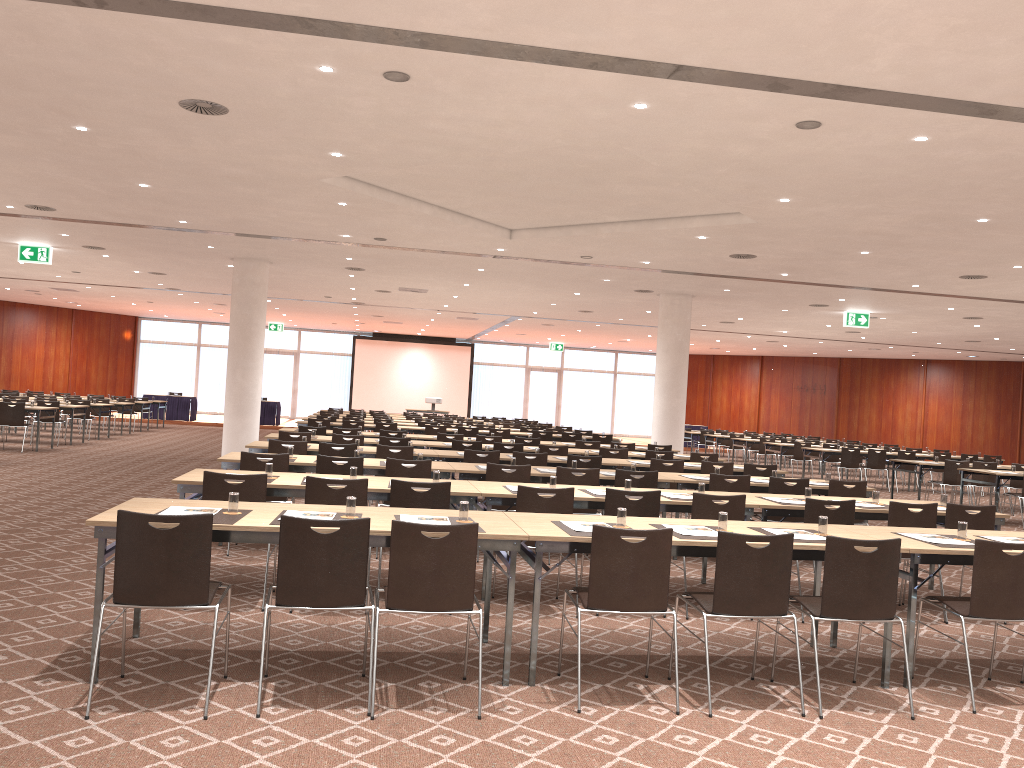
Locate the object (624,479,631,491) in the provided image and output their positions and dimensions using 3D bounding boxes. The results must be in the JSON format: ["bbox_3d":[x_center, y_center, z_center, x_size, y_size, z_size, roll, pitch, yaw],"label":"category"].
[{"bbox_3d":[0.973,0.858,7.444,0.054,0.114,0.054,4,0,-21],"label":"object"}]

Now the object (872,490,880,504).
[{"bbox_3d":[3.208,0.998,7.815,0.054,0.114,0.054,3,0,24],"label":"object"}]

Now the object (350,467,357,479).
[{"bbox_3d":[-1.264,0.718,7.071,0.054,0.114,0.054,3,0,2],"label":"object"}]

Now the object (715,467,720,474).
[{"bbox_3d":[2.240,0.969,9.677,0.054,0.114,0.054,3,0,2],"label":"object"}]

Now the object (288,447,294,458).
[{"bbox_3d":[-2.233,0.690,8.938,0.054,0.114,0.054,3,0,24],"label":"object"}]

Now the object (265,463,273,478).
[{"bbox_3d":[-1.904,0.678,6.949,0.054,0.114,0.054,4,0,-21],"label":"object"}]

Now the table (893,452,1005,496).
[{"bbox_3d":[10.107,2.092,20.652,2.267,0.833,0.953,4,-1,-9],"label":"table"}]

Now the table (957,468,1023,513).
[{"bbox_3d":[8.770,1.920,14.855,2.267,0.833,0.953,4,-1,-9],"label":"table"}]

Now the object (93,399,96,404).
[{"bbox_3d":[-10.031,0.419,21.318,0.054,0.114,0.054,4,0,-21],"label":"object"}]

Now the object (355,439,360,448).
[{"bbox_3d":[-1.922,0.741,11.015,0.054,0.114,0.054,4,0,-21],"label":"object"}]

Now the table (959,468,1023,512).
[{"bbox_3d":[8.770,1.920,14.855,2.267,0.833,0.953,4,-1,-9],"label":"table"}]

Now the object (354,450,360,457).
[{"bbox_3d":[-1.581,0.730,9.040,0.054,0.114,0.054,4,-1,-43],"label":"object"}]

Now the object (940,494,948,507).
[{"bbox_3d":[3.857,1.038,7.918,0.054,0.114,0.054,4,0,-21],"label":"object"}]

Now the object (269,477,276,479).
[{"bbox_3d":[-1.889,0.736,6.955,0.102,0.001,0.102,4,-1,-21],"label":"object"}]

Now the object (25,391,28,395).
[{"bbox_3d":[-13.573,0.262,24.785,0.054,0.114,0.054,4,-1,-43],"label":"object"}]

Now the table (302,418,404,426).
[{"bbox_3d":[-3.659,1.263,20.396,2.267,0.833,0.953,4,-1,-9],"label":"table"}]

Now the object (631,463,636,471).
[{"bbox_3d":[1.299,0.910,9.507,0.054,0.114,0.054,3,0,24],"label":"object"}]

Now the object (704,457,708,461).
[{"bbox_3d":[2.569,1.022,11.746,0.054,0.114,0.054,4,-1,-43],"label":"object"}]

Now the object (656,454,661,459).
[{"bbox_3d":[1.923,0.981,11.653,0.054,0.114,0.054,4,-1,-43],"label":"object"}]

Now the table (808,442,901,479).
[{"bbox_3d":[9.454,2.115,24.598,2.267,0.833,0.953,4,-1,-9],"label":"table"}]

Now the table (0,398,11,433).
[{"bbox_3d":[-13.112,0.705,20.856,2.267,0.833,0.953,4,-1,-9],"label":"table"}]

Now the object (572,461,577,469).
[{"bbox_3d":[0.660,0.870,9.406,0.054,0.114,0.054,3,0,24],"label":"object"}]

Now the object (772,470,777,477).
[{"bbox_3d":[2.894,1.010,9.780,0.054,0.114,0.054,4,-1,-43],"label":"object"}]

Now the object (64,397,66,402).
[{"bbox_3d":[-10.687,0.378,21.204,0.054,0.114,0.054,4,0,-21],"label":"object"}]

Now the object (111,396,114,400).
[{"bbox_3d":[-11.332,0.402,25.157,0.054,0.114,0.054,4,0,-21],"label":"object"}]

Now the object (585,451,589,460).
[{"bbox_3d":[0.967,0.921,11.481,0.054,0.114,0.054,3,0,24],"label":"object"}]

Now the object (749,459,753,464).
[{"bbox_3d":[3.199,1.061,11.862,0.054,0.114,0.054,4,0,-21],"label":"object"}]

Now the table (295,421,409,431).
[{"bbox_3d":[-3.332,1.252,18.423,2.267,0.833,0.953,4,-1,-9],"label":"table"}]

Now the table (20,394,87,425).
[{"bbox_3d":[-14.092,0.740,26.775,2.267,0.833,0.953,4,-1,-9],"label":"table"}]

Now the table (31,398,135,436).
[{"bbox_3d":[-11.203,0.856,23.200,2.267,0.833,0.953,4,-1,-9],"label":"table"}]

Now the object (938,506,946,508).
[{"bbox_3d":[3.848,1.095,7.903,0.102,0.001,0.102,4,-1,-21],"label":"object"}]

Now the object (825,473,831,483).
[{"bbox_3d":[3.525,1.050,9.894,0.054,0.114,0.054,4,-1,-43],"label":"object"}]

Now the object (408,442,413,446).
[{"bbox_3d":[-1.277,0.781,11.113,0.054,0.114,0.054,4,-1,-43],"label":"object"}]

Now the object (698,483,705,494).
[{"bbox_3d":[1.614,0.898,7.547,0.054,0.114,0.054,4,0,-21],"label":"object"}]

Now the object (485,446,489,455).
[{"bbox_3d":[-0.317,0.841,11.278,0.054,0.114,0.054,4,0,-21],"label":"object"}]

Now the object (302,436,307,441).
[{"bbox_3d":[-2.556,0.701,10.910,0.054,0.114,0.054,4,0,-21],"label":"object"}]

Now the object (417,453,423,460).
[{"bbox_3d":[-0.947,0.770,9.142,0.054,0.114,0.054,4,-1,-43],"label":"object"}]

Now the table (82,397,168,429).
[{"bbox_3d":[-11.857,0.880,27.146,2.267,0.833,0.953,4,-1,-9],"label":"table"}]

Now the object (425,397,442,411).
[{"bbox_3d":[-2.821,0.719,31.816,0.576,0.472,0.614,4,-1,-9],"label":"object"}]

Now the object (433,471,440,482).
[{"bbox_3d":[-0.612,0.759,7.165,0.054,0.114,0.054,3,0,24],"label":"object"}]

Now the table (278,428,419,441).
[{"bbox_3d":[-2.761,1.231,14.970,2.267,0.833,0.953,4,-1,-9],"label":"table"}]

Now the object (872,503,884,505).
[{"bbox_3d":[3.222,1.056,7.816,0.102,0.001,0.102,3,-1,24],"label":"object"}]

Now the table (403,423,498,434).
[{"bbox_3d":[-1.424,1.403,20.767,2.267,0.833,0.953,4,-1,-9],"label":"table"}]

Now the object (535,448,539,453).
[{"bbox_3d":[0.320,0.881,11.377,0.054,0.114,0.054,4,0,-21],"label":"object"}]

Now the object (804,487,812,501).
[{"bbox_3d":[2.571,0.958,7.703,0.054,0.114,0.054,3,0,24],"label":"object"}]

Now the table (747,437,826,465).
[{"bbox_3d":[8.800,2.139,28.545,2.267,0.833,0.953,4,-1,-9],"label":"table"}]

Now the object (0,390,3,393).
[{"bbox_3d":[-14.210,0.222,24.685,0.054,0.114,0.054,4,-1,-43],"label":"object"}]

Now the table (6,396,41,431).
[{"bbox_3d":[-13.439,0.716,22.829,2.267,0.833,0.953,4,-1,-9],"label":"table"}]

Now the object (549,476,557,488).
[{"bbox_3d":[0.338,0.818,7.320,0.054,0.114,0.054,4,0,-21],"label":"object"}]

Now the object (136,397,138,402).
[{"bbox_3d":[-10.693,0.442,25.265,0.054,0.114,0.054,4,0,-21],"label":"object"}]

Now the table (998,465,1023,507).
[{"bbox_3d":[10.679,2.071,17.199,2.267,0.833,0.953,4,-1,-9],"label":"table"}]

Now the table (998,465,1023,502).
[{"bbox_3d":[10.679,2.071,17.199,2.267,0.833,0.953,4,-1,-9],"label":"table"}]

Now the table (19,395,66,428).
[{"bbox_3d":[-13.765,0.728,24.802,2.267,0.833,0.953,4,-1,-9],"label":"table"}]

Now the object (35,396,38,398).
[{"bbox_3d":[-11.325,0.338,21.104,0.054,0.114,0.054,4,0,-21],"label":"object"}]

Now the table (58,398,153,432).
[{"bbox_3d":[-11.530,0.868,25.173,2.267,0.833,0.953,4,-1,-9],"label":"table"}]

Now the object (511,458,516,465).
[{"bbox_3d":[0.012,0.830,9.292,0.054,0.114,0.054,3,0,24],"label":"object"}]

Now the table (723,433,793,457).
[{"bbox_3d":[8.474,2.150,30.518,2.267,0.833,0.953,4,-1,-9],"label":"table"}]

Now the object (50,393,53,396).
[{"bbox_3d":[-12.932,0.302,24.899,0.054,0.114,0.054,4,-1,-43],"label":"object"}]
